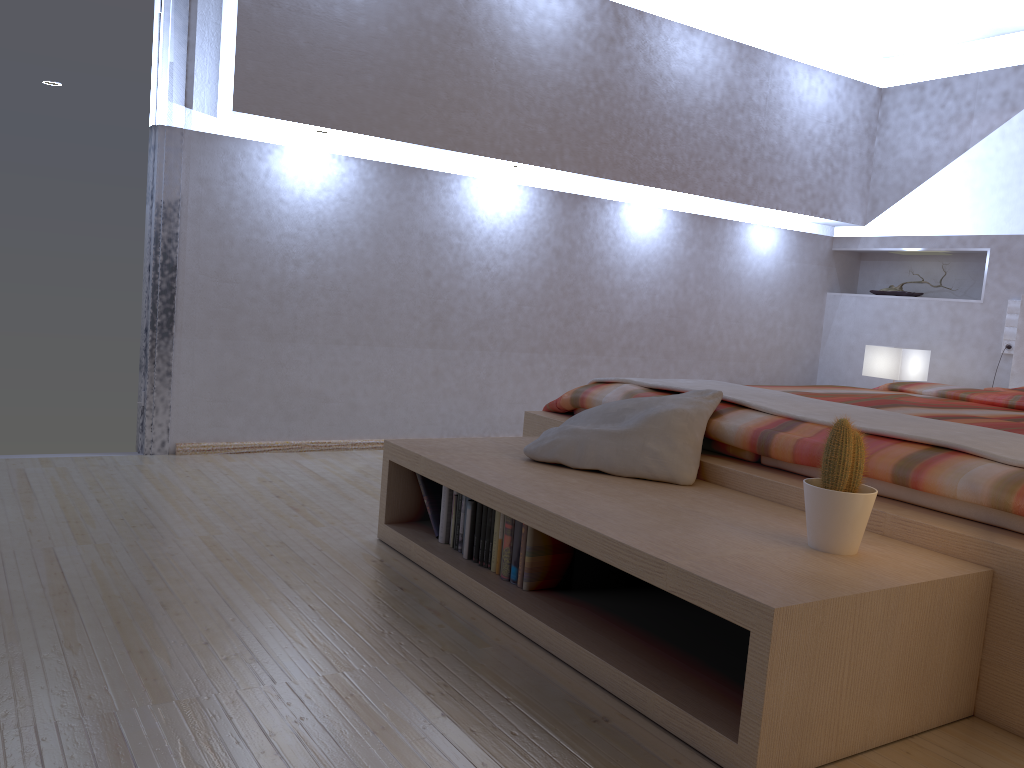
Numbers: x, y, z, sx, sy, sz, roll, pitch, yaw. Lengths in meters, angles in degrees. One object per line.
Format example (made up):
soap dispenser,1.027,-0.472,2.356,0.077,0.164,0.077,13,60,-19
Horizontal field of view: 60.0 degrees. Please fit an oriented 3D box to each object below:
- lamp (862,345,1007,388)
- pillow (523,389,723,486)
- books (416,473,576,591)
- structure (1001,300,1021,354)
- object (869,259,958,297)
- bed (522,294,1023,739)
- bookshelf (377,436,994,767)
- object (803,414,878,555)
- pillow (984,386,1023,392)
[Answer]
lamp,2.262,0.015,4.865,0.684,0.515,0.318,4,6,-4
pillow,0.335,0.119,2.602,0.498,0.241,0.470,7,6,22
books,-0.081,0.367,2.447,0.157,0.193,0.652,1,7,-33
structure,2.663,-0.302,4.715,0.034,0.286,0.077,1,7,-33
object,2.440,-0.642,5.352,0.183,0.242,0.589,1,7,-34
bed,1.837,0.109,3.183,3.009,0.994,2.087,1,7,-33
bookshelf,0.274,0.417,2.227,0.643,0.303,1.495,1,7,-33
object,0.670,0.200,1.809,0.144,0.294,0.144,4,6,-8
pillow,2.632,0.065,4.211,0.492,0.180,0.572,1,7,-32
